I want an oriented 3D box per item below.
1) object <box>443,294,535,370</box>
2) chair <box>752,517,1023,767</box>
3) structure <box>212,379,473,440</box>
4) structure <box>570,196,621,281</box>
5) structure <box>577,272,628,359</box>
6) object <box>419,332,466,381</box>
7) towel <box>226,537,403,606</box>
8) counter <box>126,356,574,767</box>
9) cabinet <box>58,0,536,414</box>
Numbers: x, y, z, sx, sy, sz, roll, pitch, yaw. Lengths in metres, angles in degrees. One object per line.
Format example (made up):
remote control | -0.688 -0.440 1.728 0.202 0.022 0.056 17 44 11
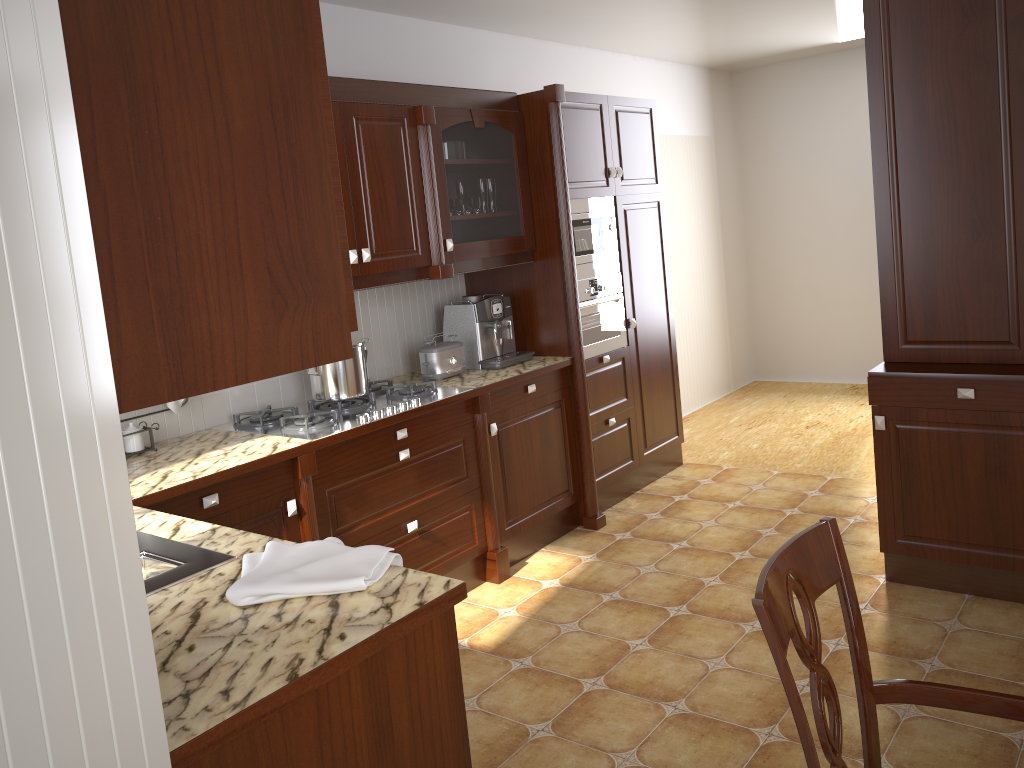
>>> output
object | -0.112 -0.248 4.053 0.323 0.319 0.277 1 10 38
chair | 0.601 0.614 1.176 0.459 0.739 0.408 -1 9 35
structure | -0.627 0.072 3.368 0.590 0.046 0.824 2 13 38
structure | 0.262 -0.709 4.353 0.316 0.382 0.500 0 11 38
structure | 0.425 -0.330 4.295 0.041 0.372 0.499 -1 10 38
object | -0.298 -0.122 3.830 0.141 0.187 0.245 0 11 39
towel | -0.386 0.370 1.739 0.330 0.096 0.347 -6 10 2
counter | -0.324 0.184 2.770 1.824 0.032 2.812 2 13 38
cabinet | -0.250 -0.642 2.559 1.368 0.772 2.810 1 12 38
